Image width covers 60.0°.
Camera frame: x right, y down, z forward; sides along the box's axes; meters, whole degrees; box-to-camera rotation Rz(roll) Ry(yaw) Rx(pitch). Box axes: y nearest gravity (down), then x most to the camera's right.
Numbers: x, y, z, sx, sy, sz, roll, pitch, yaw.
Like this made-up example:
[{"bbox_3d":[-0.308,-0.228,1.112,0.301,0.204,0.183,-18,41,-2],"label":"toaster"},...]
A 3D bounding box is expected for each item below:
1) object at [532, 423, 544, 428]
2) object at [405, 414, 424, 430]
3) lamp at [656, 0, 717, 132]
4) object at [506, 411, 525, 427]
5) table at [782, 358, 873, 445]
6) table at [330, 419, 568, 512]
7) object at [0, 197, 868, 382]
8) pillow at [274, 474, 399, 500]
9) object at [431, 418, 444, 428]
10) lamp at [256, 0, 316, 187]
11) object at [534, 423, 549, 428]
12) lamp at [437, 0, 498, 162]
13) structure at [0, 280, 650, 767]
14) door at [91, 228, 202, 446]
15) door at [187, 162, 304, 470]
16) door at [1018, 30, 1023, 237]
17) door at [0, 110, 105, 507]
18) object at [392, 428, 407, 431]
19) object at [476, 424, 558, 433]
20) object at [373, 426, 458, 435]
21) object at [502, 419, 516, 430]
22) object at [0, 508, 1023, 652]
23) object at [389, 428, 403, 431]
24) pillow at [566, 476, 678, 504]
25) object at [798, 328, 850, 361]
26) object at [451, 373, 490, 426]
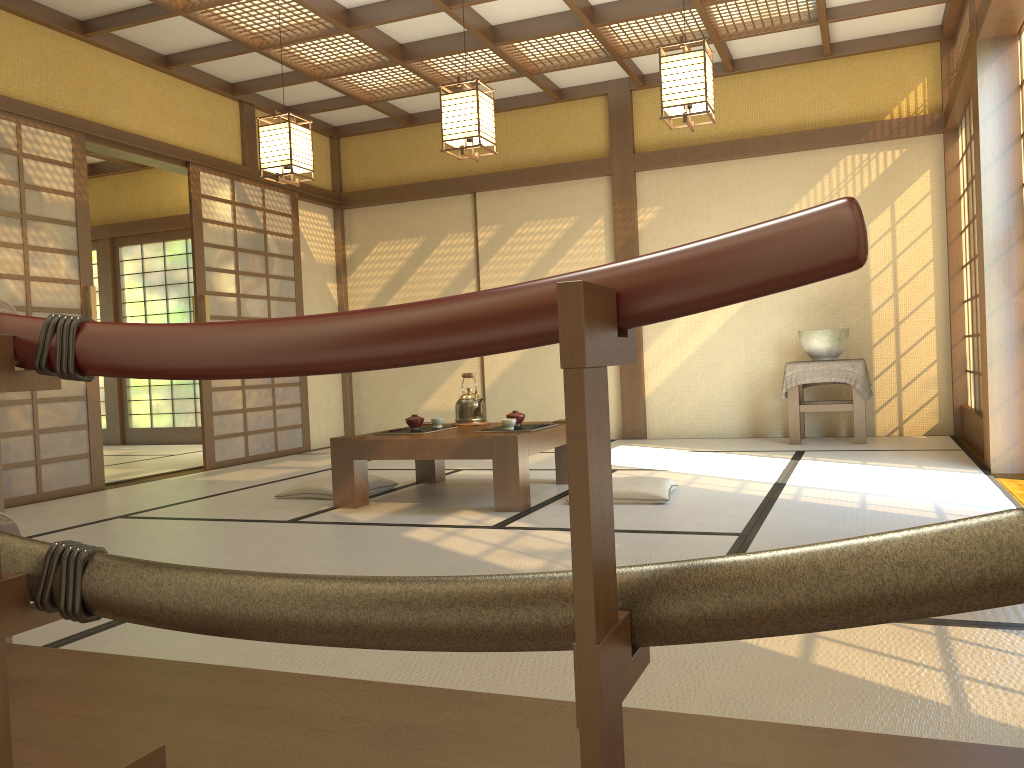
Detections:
[{"bbox_3d":[0.134,0.214,4.564,0.008,0.008,0.200,-2,1,18],"label":"object"},{"bbox_3d":[-0.514,0.203,4.699,0.100,0.080,0.100,-2,1,22],"label":"object"},{"bbox_3d":[0.831,-1.806,4.283,0.240,1.129,0.240,-2,1,22],"label":"lamp"},{"bbox_3d":[0.020,0.180,4.616,0.100,0.080,0.100,-2,1,22],"label":"object"},{"bbox_3d":[2.314,0.122,6.525,0.629,0.595,0.633,-2,1,21],"label":"table"},{"bbox_3d":[-0.246,0.406,4.676,1.000,0.350,1.000,-2,1,22],"label":"table"},{"bbox_3d":[-0.280,-0.064,0.890,1.186,0.121,0.086,-2,1,23],"label":"object"},{"bbox_3d":[-0.972,0.573,4.948,0.496,0.107,0.486,-2,1,26],"label":"pillow"},{"bbox_3d":[-0.405,0.211,4.836,0.074,0.052,0.073,-3,1,-25],"label":"object"},{"bbox_3d":[-1.330,-1.725,5.150,0.240,1.129,0.240,-2,1,22],"label":"lamp"},{"bbox_3d":[0.150,0.214,4.557,0.008,0.008,0.200,-2,1,22],"label":"object"},{"bbox_3d":[-0.250,-1.766,4.717,0.240,1.129,0.240,-2,1,22],"label":"lamp"},{"bbox_3d":[-0.242,0.236,0.839,0.712,0.604,0.446,-2,1,22],"label":"structure"},{"bbox_3d":[-4.295,-0.448,9.590,2.890,2.230,0.140,-2,1,22],"label":"door"},{"bbox_3d":[-2.105,-0.516,7.083,0.076,2.265,1.230,-2,1,22],"label":"door"},{"bbox_3d":[2.844,-0.669,5.110,0.073,2.380,1.894,-2,1,22],"label":"door"},{"bbox_3d":[-2.908,-0.433,5.074,0.076,2.265,1.230,-2,1,22],"label":"door"},{"bbox_3d":[-0.603,0.244,4.787,0.008,0.008,0.200,-2,1,15],"label":"object"},{"bbox_3d":[0.030,0.227,4.562,0.300,0.007,0.400,-2,1,22],"label":"object"},{"bbox_3d":[-0.509,0.248,4.741,0.300,0.007,0.400,-2,1,22],"label":"object"},{"bbox_3d":[-0.014,0.202,4.447,0.074,0.052,0.073,-3,1,-25],"label":"object"},{"bbox_3d":[-0.247,0.186,0.885,1.369,0.144,0.100,-2,1,23],"label":"object"},{"bbox_3d":[-0.614,0.244,4.794,0.008,0.008,0.200,-2,1,20],"label":"object"},{"bbox_3d":[0.548,0.516,4.338,0.486,0.107,0.496,-2,1,15],"label":"pillow"},{"bbox_3d":[2.292,-0.285,6.503,0.357,0.230,0.358,-3,1,-8],"label":"object"},{"bbox_3d":[-0.238,0.084,5.032,0.226,0.296,0.219,-2,1,17],"label":"object"}]
